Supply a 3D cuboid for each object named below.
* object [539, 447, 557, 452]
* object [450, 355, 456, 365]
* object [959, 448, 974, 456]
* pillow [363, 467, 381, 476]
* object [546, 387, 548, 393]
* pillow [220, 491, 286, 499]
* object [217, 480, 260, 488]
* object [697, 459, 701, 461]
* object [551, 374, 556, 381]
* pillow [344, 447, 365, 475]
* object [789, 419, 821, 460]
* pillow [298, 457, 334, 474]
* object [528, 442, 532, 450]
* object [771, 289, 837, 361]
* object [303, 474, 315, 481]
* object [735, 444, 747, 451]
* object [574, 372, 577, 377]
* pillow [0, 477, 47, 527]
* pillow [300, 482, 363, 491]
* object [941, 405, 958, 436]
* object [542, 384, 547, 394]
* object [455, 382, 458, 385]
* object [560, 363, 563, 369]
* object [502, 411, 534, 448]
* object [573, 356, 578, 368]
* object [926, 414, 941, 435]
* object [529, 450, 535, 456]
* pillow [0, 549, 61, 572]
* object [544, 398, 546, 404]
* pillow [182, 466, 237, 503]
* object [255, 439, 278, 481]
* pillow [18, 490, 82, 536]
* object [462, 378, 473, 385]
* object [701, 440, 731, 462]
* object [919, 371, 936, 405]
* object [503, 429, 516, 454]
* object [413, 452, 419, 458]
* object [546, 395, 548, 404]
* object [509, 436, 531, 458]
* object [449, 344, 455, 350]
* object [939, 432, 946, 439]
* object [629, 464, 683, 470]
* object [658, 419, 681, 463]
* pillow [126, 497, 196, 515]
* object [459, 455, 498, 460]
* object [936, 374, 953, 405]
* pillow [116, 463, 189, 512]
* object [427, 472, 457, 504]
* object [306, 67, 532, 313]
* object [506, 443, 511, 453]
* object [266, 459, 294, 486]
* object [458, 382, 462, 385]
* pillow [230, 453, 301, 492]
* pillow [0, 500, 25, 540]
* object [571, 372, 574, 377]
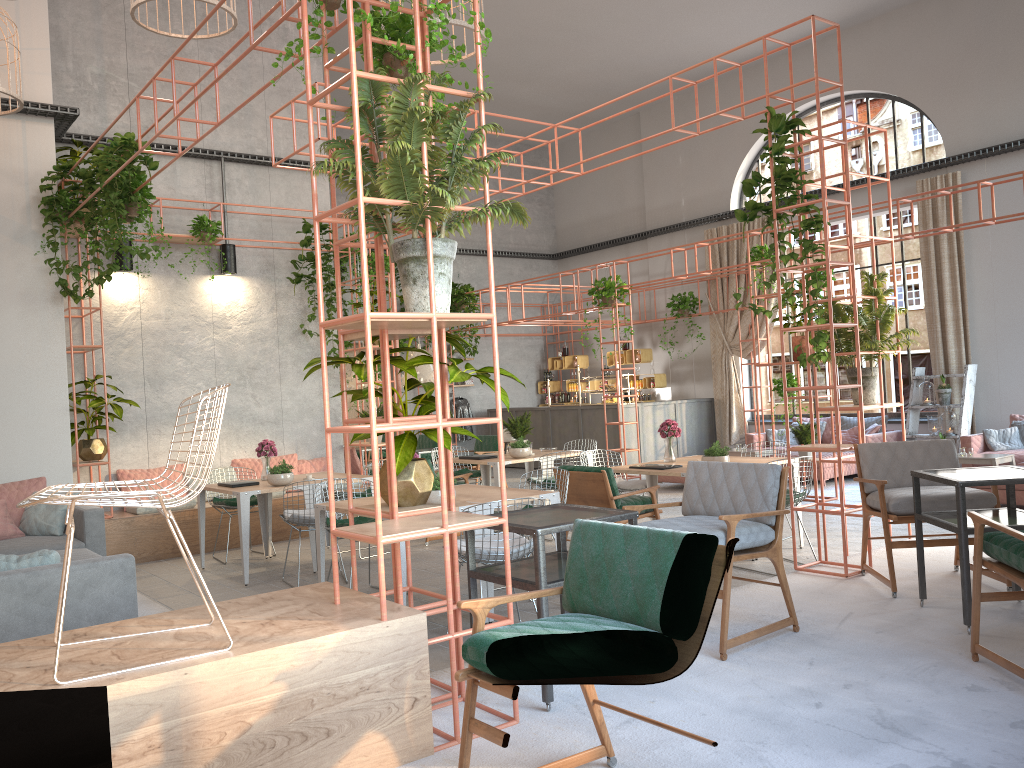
[{"bbox_3d":[0.441,0.793,10.760,0.218,0.041,0.218,-3,-1,-29],"label":"object"},{"bbox_3d":[-1.254,-0.489,19.017,0.136,0.336,0.145,-3,0,-23],"label":"object"},{"bbox_3d":[5.748,0.889,11.274,0.199,0.145,0.156,-3,0,-23],"label":"object"},{"bbox_3d":[-2.080,1.274,12.686,0.491,0.149,0.637,-3,-1,-36],"label":"pillow"},{"bbox_3d":[0.839,0.085,20.151,0.072,0.248,0.094,-3,-1,-37],"label":"object"},{"bbox_3d":[-3.076,1.314,10.522,0.637,0.149,0.491,-3,-1,-36],"label":"pillow"},{"bbox_3d":[-2.638,0.961,8.544,0.268,0.031,0.427,-3,-1,-37],"label":"object"},{"bbox_3d":[1.715,0.710,8.052,0.115,0.073,0.115,-3,-1,-43],"label":"object"},{"bbox_3d":[0.939,-0.146,20.247,0.115,0.147,0.115,-3,0,8],"label":"object"},{"bbox_3d":[-2.362,1.102,12.346,0.839,0.474,0.276,-4,-1,43],"label":"pillow"},{"bbox_3d":[3.749,0.698,11.320,0.438,0.527,0.368,-3,-1,-37],"label":"object"},{"bbox_3d":[-2.571,1.153,11.417,0.666,0.385,0.289,-3,-1,-42],"label":"pillow"},{"bbox_3d":[0.201,0.767,10.722,0.095,0.119,0.095,-3,0,-13],"label":"object"},{"bbox_3d":[3.776,-0.773,11.303,0.923,0.946,0.924,-3,0,19],"label":"object"},{"bbox_3d":[-1.969,0.903,8.603,0.115,0.078,0.115,-3,-1,-32],"label":"object"},{"bbox_3d":[3.614,1.033,14.089,0.199,0.145,0.156,-3,0,-23],"label":"object"},{"bbox_3d":[1.394,-0.185,19.429,0.083,0.159,0.083,-3,-1,-28],"label":"object"},{"bbox_3d":[-4.321,1.055,7.394,0.836,0.476,0.273,-3,-1,-37],"label":"pillow"},{"bbox_3d":[-2.267,1.272,11.137,0.637,0.149,0.491,-3,-1,-36],"label":"pillow"},{"bbox_3d":[6.313,0.525,12.809,0.219,0.430,0.216,-3,-1,-44],"label":"object"},{"bbox_3d":[0.756,0.117,20.283,0.131,0.207,0.131,-3,0,8],"label":"object"},{"bbox_3d":[-1.191,-0.049,19.036,0.063,0.151,0.063,-4,-1,39],"label":"object"},{"bbox_3d":[1.140,-0.400,19.778,0.123,0.142,0.141,-3,-1,-37],"label":"object"},{"bbox_3d":[0.074,0.571,10.417,0.438,0.527,0.368,-3,-1,-37],"label":"object"},{"bbox_3d":[1.415,-0.477,19.514,0.137,0.261,0.137,-3,0,-1],"label":"object"},{"bbox_3d":[6.200,0.600,13.016,0.223,0.297,0.223,-3,0,-18],"label":"object"},{"bbox_3d":[0.205,0.792,10.257,0.115,0.078,0.115,-3,-1,-32],"label":"object"},{"bbox_3d":[-2.564,1.012,4.641,0.499,0.324,0.307,-3,0,-2],"label":"pillow"},{"bbox_3d":[0.768,0.397,20.257,0.073,0.131,0.073,-3,0,-12],"label":"object"},{"bbox_3d":[-3.591,1.206,10.642,0.666,0.385,0.289,-3,-1,-42],"label":"pillow"},{"bbox_3d":[-2.467,0.763,8.933,0.213,0.414,0.225,-3,-1,-45],"label":"object"},{"bbox_3d":[-3.859,1.074,7.338,0.495,0.349,0.308,-3,0,12],"label":"pillow"},{"bbox_3d":[-0.957,-0.055,19.224,0.219,0.149,0.129,-3,-1,-37],"label":"object"},{"bbox_3d":[1.778,0.620,7.767,0.247,0.247,0.252,-3,-1,-37],"label":"object"},{"bbox_3d":[6.179,0.064,13.215,0.216,0.500,0.216,-3,0,-5],"label":"object"},{"bbox_3d":[-0.019,0.696,10.727,0.241,0.313,0.241,-3,0,8],"label":"object"},{"bbox_3d":[-0.812,0.651,6.751,0.213,0.414,0.225,-3,-1,-45],"label":"object"},{"bbox_3d":[0.809,0.354,20.182,0.070,0.209,0.070,-4,-1,43],"label":"object"},{"bbox_3d":[0.083,0.709,9.972,0.248,0.247,0.254,-3,-1,-37],"label":"object"},{"bbox_3d":[-1.271,-0.792,19.010,0.133,0.145,0.133,-3,0,15],"label":"object"},{"bbox_3d":[6.209,0.924,12.740,0.236,0.464,0.225,-4,-1,31],"label":"object"},{"bbox_3d":[1.303,0.756,8.045,0.268,0.031,0.427,-3,-1,-37],"label":"object"},{"bbox_3d":[1.519,0.544,8.524,0.213,0.414,0.225,-3,-1,-45],"label":"object"},{"bbox_3d":[-3.910,1.357,9.888,0.637,0.149,0.491,-3,-1,-36],"label":"pillow"},{"bbox_3d":[-0.393,0.846,10.251,0.268,0.031,0.427,-3,-1,-37],"label":"object"},{"bbox_3d":[6.334,0.077,13.006,0.212,0.457,0.217,-3,0,-20],"label":"object"},{"bbox_3d":[-4.117,1.184,10.271,0.276,0.474,0.839,-4,-1,43],"label":"pillow"},{"bbox_3d":[-0.512,0.712,6.088,0.247,0.247,0.252,-3,-1,-37],"label":"object"},{"bbox_3d":[-0.394,-0.835,3.762,0.894,1.101,0.900,-3,0,17],"label":"object"},{"bbox_3d":[0.043,0.765,10.871,0.210,0.154,0.165,-4,-1,42],"label":"object"},{"bbox_3d":[-2.162,0.824,8.265,0.248,0.247,0.254,-3,-1,-37],"label":"object"},{"bbox_3d":[-1.130,-0.079,19.094,0.081,0.204,0.081,-3,-1,-37],"label":"object"},{"bbox_3d":[-3.072,1.131,11.011,0.839,0.474,0.276,-3,0,-17],"label":"pillow"},{"bbox_3d":[-4.250,1.113,7.109,0.441,0.317,0.479,-4,-1,34],"label":"pillow"},{"bbox_3d":[1.339,-0.181,19.502,0.083,0.159,0.083,-3,-1,-28],"label":"object"}]
